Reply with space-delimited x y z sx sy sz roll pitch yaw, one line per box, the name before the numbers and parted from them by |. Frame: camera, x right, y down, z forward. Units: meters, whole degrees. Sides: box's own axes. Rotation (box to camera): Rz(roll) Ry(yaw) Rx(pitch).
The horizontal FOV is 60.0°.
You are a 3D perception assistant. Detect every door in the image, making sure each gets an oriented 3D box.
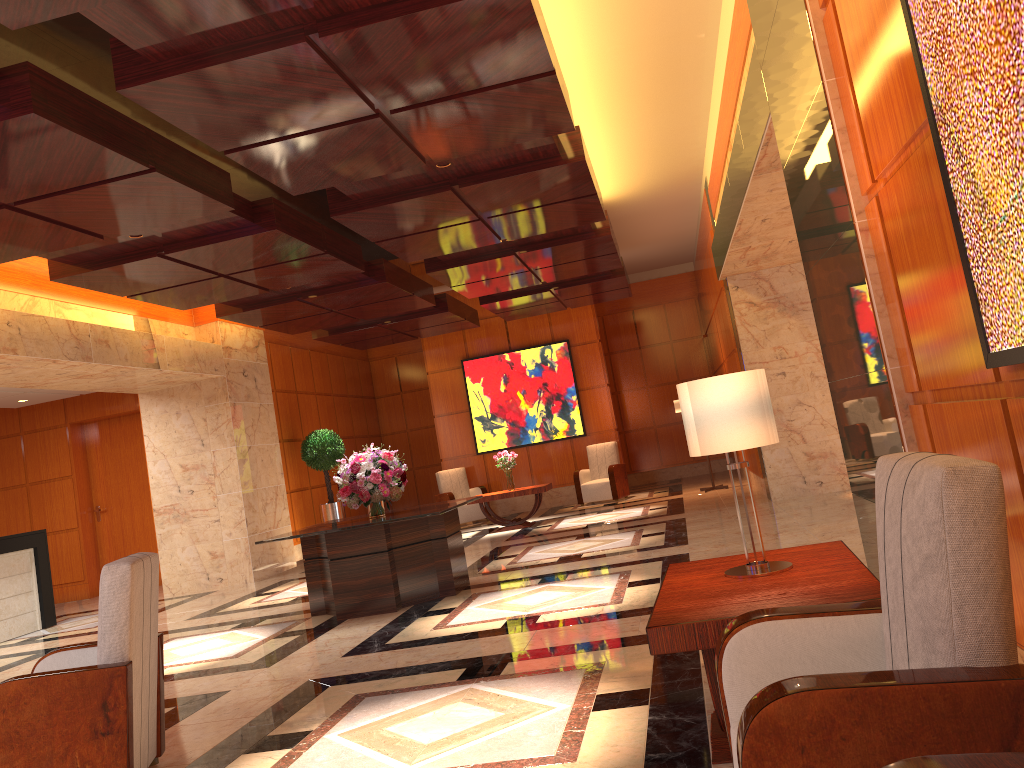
door | -5.974 1.820 13.626 1.284 2.708 0.339 -11 -6 9

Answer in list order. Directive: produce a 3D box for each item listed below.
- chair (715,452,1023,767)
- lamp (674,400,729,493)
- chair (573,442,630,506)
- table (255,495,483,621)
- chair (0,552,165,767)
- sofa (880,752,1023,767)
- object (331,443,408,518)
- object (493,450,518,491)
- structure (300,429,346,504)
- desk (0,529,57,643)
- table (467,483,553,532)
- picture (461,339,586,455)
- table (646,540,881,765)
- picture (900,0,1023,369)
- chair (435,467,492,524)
chair | 0.780 0.675 1.999 0.628 0.965 0.736 -11 -6 9
lamp | 2.836 0.804 13.486 0.526 1.668 0.358 -10 -6 0
chair | 1.480 1.488 14.834 0.735 0.965 0.628 -13 -6 28
table | -1.140 1.557 7.914 1.598 0.748 1.596 -11 -5 10
chair | -1.820 1.256 3.755 0.629 0.965 0.734 -9 -6 -11
sofa | 0.600 0.602 0.395 0.612 0.936 1.794 -11 -5 10
object | -1.262 0.865 7.973 0.649 0.661 0.677 -10 -5 1
object | -0.063 1.276 13.097 0.349 0.598 0.327 -13 -7 30
structure | -2.900 1.542 13.939 0.722 1.720 0.718 -9 -6 -12
desk | -6.226 2.330 9.243 0.940 1.145 2.919 -11 -4 10
table | 0.014 1.834 13.008 1.166 0.536 0.723 -11 -5 9
picture | 0.190 0.241 15.820 1.994 1.744 0.056 -11 -6 9
table | 0.932 0.957 3.154 0.723 0.536 1.165 -11 -5 13
picture | 0.991 -0.798 1.467 0.056 1.458 1.991 -11 -5 10
chair | -0.879 1.927 15.228 0.739 0.965 0.625 -7 -7 -31
